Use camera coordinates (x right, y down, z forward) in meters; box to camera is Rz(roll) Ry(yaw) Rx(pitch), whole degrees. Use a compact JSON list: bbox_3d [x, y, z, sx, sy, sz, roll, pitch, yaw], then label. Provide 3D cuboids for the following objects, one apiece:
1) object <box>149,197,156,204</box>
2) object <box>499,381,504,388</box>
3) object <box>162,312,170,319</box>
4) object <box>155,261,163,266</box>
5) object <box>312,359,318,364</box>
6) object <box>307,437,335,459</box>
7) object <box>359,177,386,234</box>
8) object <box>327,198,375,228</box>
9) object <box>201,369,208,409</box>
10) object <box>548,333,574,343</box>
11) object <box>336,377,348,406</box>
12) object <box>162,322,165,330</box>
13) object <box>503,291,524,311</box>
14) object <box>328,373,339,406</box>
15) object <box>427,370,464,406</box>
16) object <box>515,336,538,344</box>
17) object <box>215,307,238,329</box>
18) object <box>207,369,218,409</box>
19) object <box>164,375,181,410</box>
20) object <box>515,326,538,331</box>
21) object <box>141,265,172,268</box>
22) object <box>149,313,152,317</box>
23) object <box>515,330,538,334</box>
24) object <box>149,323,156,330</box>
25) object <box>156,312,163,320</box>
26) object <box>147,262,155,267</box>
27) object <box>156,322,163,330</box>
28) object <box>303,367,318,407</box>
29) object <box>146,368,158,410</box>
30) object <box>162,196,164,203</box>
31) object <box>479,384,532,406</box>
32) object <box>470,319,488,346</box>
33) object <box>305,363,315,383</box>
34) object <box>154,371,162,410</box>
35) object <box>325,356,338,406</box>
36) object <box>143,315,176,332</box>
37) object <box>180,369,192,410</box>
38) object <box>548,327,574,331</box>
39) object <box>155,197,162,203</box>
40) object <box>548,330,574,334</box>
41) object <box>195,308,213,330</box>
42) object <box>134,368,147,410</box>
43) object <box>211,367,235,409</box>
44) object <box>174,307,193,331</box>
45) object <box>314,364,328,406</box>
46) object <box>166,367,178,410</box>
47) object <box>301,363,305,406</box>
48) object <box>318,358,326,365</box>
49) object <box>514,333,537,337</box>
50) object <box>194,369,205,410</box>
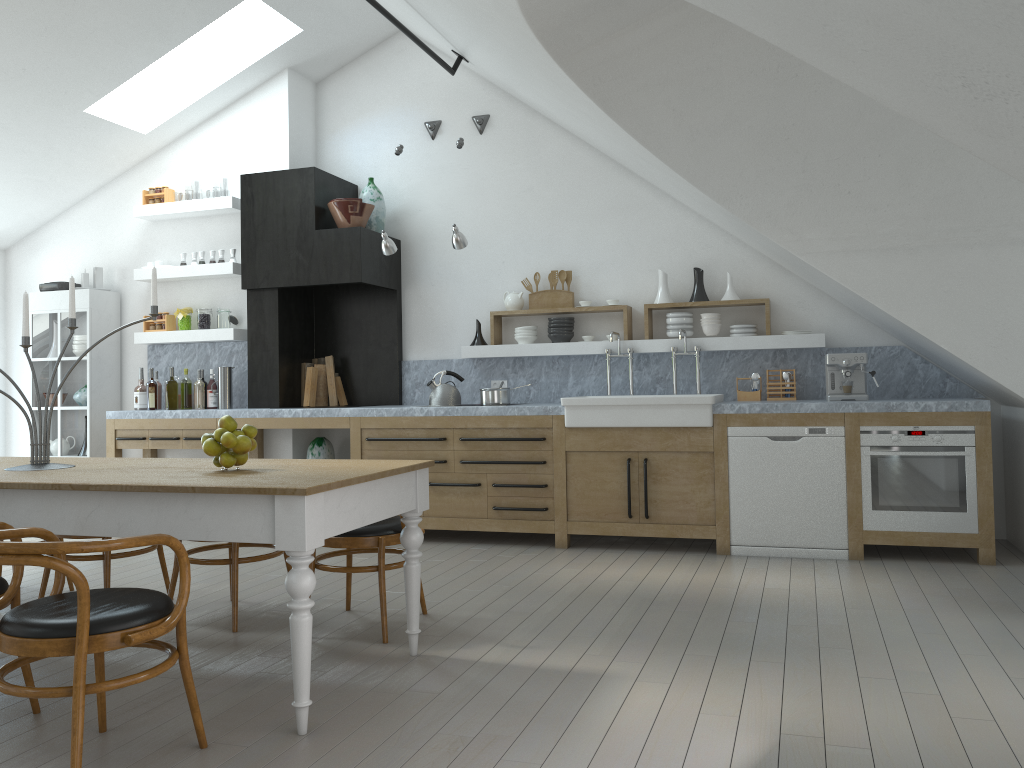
[{"bbox_3d":[-3.082,-1.559,7.593,0.058,0.075,0.058,-2,-2,41],"label":"object"},{"bbox_3d":[-0.110,0.063,6.549,0.051,0.167,0.235,-2,-1,13],"label":"object"},{"bbox_3d":[-2.935,-0.574,7.520,0.058,0.075,0.058,-2,-2,41],"label":"object"},{"bbox_3d":[-3.002,-1.012,7.539,0.054,0.071,0.054,-2,-1,17],"label":"object"},{"bbox_3d":[-1.667,-0.002,7.525,0.068,0.425,0.088,-2,-2,32],"label":"object"},{"bbox_3d":[-1.570,0.686,7.282,0.231,0.499,0.230,0,-2,-31],"label":"object"},{"bbox_3d":[-1.161,-1.454,7.327,0.231,0.504,0.230,0,-2,-31],"label":"object"},{"bbox_3d":[-1.277,-1.318,7.016,0.348,0.237,0.366,-2,-1,36],"label":"object"},{"bbox_3d":[-2.564,0.045,7.340,0.085,0.331,0.085,-2,-2,27],"label":"object"},{"bbox_3d":[0.380,-0.350,6.878,0.205,0.072,0.205,-1,0,6],"label":"object"},{"bbox_3d":[-1.440,0.063,7.423,0.113,0.252,0.057,-2,-2,21],"label":"object"},{"bbox_3d":[-2.933,-0.487,7.517,0.058,0.075,0.058,-2,-2,41],"label":"object"},{"bbox_3d":[0.013,-0.657,7.036,0.168,0.169,0.174,-1,-1,2],"label":"object"},{"bbox_3d":[-1.512,0.055,7.466,0.105,0.296,0.110,-1,-2,-7],"label":"object"},{"bbox_3d":[-0.502,0.031,6.638,0.246,0.268,0.246,-2,-1,28],"label":"object"},{"bbox_3d":[0.111,-0.340,6.966,0.181,0.064,0.181,-1,0,41],"label":"object"},{"bbox_3d":[-2.358,-0.540,7.315,0.103,0.178,0.207,-2,-1,40],"label":"object"},{"bbox_3d":[-2.467,0.043,7.293,0.081,0.330,0.081,1,-2,-45],"label":"object"},{"bbox_3d":[-2.800,0.070,7.390,0.184,0.286,0.183,-2,-2,42],"label":"object"},{"bbox_3d":[0.113,-0.415,6.967,0.181,0.076,0.180,-1,0,-34],"label":"object"},{"bbox_3d":[-3.002,-0.984,7.538,0.295,0.025,0.113,-1,0,18],"label":"object"},{"bbox_3d":[-3.062,-0.571,7.561,0.058,0.075,0.058,-2,-2,41],"label":"object"},{"bbox_3d":[0.112,-0.386,6.966,0.181,0.069,0.181,-1,0,36],"label":"object"},{"bbox_3d":[-3.060,-0.485,7.559,0.058,0.075,0.058,-2,-2,41],"label":"object"},{"bbox_3d":[-2.998,-0.572,7.540,0.058,0.075,0.058,-2,-2,41],"label":"object"},{"bbox_3d":[-3.072,-1.005,7.564,0.058,0.061,0.057,-1,-1,18],"label":"object"},{"bbox_3d":[-2.997,-0.486,7.538,0.058,0.075,0.058,-2,-2,41],"label":"object"},{"bbox_3d":[-1.647,0.026,7.252,0.081,0.336,0.148,-1,-2,8],"label":"object"},{"bbox_3d":[-2.945,0.048,7.250,0.093,0.359,0.092,0,-2,-38],"label":"object"},{"bbox_3d":[-2.954,-1.562,7.551,0.058,0.075,0.058,-2,-2,41],"label":"object"},{"bbox_3d":[-0.044,0.087,6.492,0.394,0.170,0.232,-1,-1,-2],"label":"object"},{"bbox_3d":[-0.266,-0.412,7.112,0.156,0.218,0.156,-1,-1,-1],"label":"object"},{"bbox_3d":[-1.677,0.009,7.342,0.068,0.367,0.131,-2,-2,32],"label":"object"},{"bbox_3d":[-2.986,0.056,7.448,0.085,0.331,0.085,-2,-2,27],"label":"object"},{"bbox_3d":[-1.487,-0.024,7.357,0.078,0.428,0.148,0,-2,-37],"label":"object"},{"bbox_3d":[-2.996,-0.510,7.537,0.237,0.146,0.120,-1,-1,18],"label":"object"},{"bbox_3d":[-2.675,0.043,7.278,0.092,0.339,0.092,-2,-2,36],"label":"object"},{"bbox_3d":[0.379,-0.404,6.873,0.205,0.086,0.205,-1,0,-29],"label":"object"},{"bbox_3d":[-3.018,-1.561,7.572,0.058,0.075,0.058,-2,-2,41],"label":"object"},{"bbox_3d":[0.379,-0.377,6.879,0.205,0.086,0.205,-1,0,-34],"label":"object"},{"bbox_3d":[-2.563,-0.539,7.380,0.120,0.183,0.120,-2,-2,33],"label":"object"},{"bbox_3d":[-3.089,0.042,7.386,0.088,0.360,0.085,-3,-2,40],"label":"object"},{"bbox_3d":[-2.336,0.032,7.186,0.164,0.340,0.114,-2,-2,21],"label":"object"},{"bbox_3d":[-2.754,-0.542,7.440,0.163,0.199,0.128,-1,-1,13],"label":"object"},{"bbox_3d":[-1.594,0.021,7.360,0.072,0.367,0.130,-2,-2,37],"label":"object"},{"bbox_3d":[-2.757,0.040,7.191,0.092,0.359,0.092,0,-2,-28],"label":"object"},{"bbox_3d":[-1.728,0.004,7.373,0.057,0.359,0.074,-2,-2,32],"label":"object"},{"bbox_3d":[-1.601,0.009,7.494,0.089,0.459,0.110,-2,-2,18],"label":"object"},{"bbox_3d":[0.110,-0.363,6.966,0.181,0.065,0.181,-1,0,-34],"label":"object"},{"bbox_3d":[-2.545,0.046,7.214,0.085,0.331,0.085,-2,-2,27],"label":"object"}]
